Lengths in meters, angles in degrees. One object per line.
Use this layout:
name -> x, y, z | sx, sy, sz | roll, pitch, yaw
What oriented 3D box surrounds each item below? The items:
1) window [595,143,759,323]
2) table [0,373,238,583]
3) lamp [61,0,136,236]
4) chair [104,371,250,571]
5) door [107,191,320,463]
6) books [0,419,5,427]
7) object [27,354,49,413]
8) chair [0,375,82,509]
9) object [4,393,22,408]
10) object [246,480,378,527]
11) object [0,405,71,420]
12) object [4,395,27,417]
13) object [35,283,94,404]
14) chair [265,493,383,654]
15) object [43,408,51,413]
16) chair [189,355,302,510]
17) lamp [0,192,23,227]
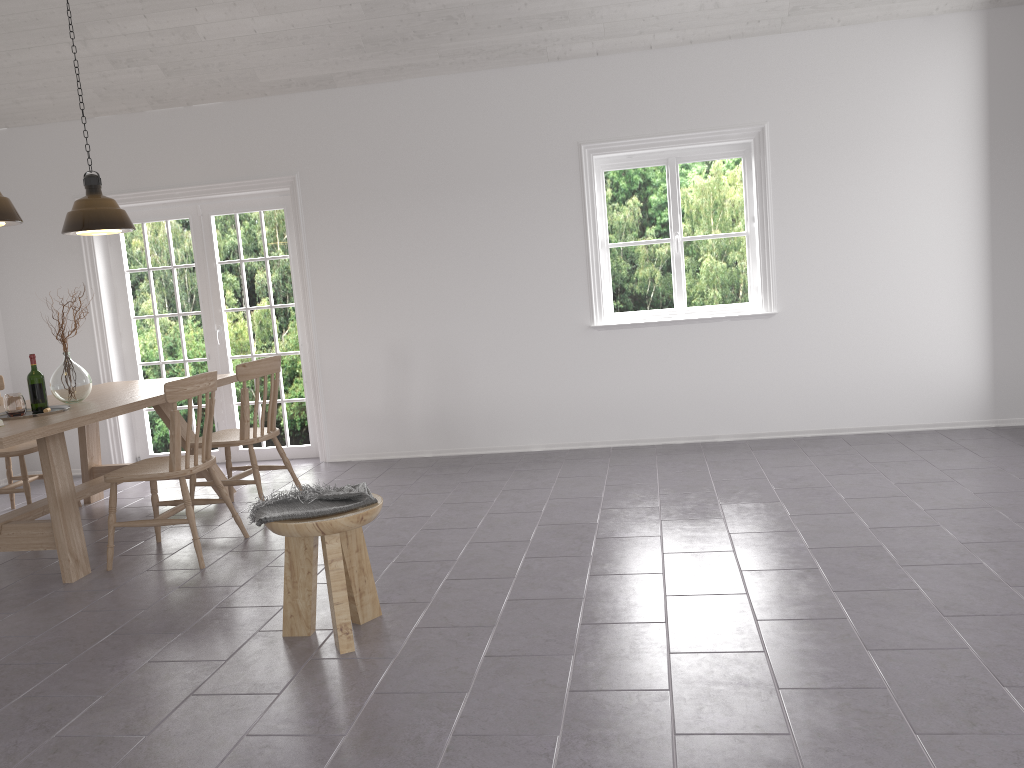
window -> 1.137, -1.018, 6.126 | 1.055, 1.168, 0.120 | -4, 7, 9
table -> -2.446, 0.478, 4.995 | 1.001, 0.749, 2.300 | -4, 7, 9
lamp -> -2.555, -1.787, 5.226 | 0.410, 1.796, 0.410 | 2, 10, 44
chair -> -1.708, 0.408, 4.412 | 0.519, 0.902, 0.506 | -4, 7, 9
door -> -2.262, -0.372, 6.744 | 1.571, 2.024, 0.115 | -4, 7, 9
books -> -2.571, 0.192, 4.165 | 0.342, 0.040, 0.231 | 1, 9, 40
object -> -2.480, -0.006, 4.624 | 0.081, 0.303, 0.081 | -8, 8, -24
chair -> -3.114, 0.393, 5.513 | 0.519, 0.902, 0.506 | -4, 7, 9
object -> -2.591, 0.104, 4.617 | 0.095, 0.106, 0.095 | 1, 9, 37
object -> -0.732, 0.429, 3.246 | 0.462, 0.120, 0.348 | -7, 7, -21
object -> -2.492, 0.149, 4.571 | 0.394, 0.014, 0.394 | -10, 9, -37
object -> -2.503, 0.114, 4.470 | 0.095, 0.106, 0.095 | 1, 9, 37
object -> -2.445, -0.230, 4.936 | 0.291, 0.666, 0.313 | -9, 8, -28
chair -> -0.663, 0.679, 3.230 | 0.431, 0.479, 0.431 | -2, 8, 25
object -> -2.388, 0.136, 4.555 | 0.024, 0.024, 0.046 | -6, 7, -11
chair -> -1.592, 0.304, 5.189 | 0.519, 0.902, 0.506 | -3, 7, 14
lamp -> -2.732, -2.005, 4.201 | 0.410, 2.502, 0.410 | -3, 7, 14
